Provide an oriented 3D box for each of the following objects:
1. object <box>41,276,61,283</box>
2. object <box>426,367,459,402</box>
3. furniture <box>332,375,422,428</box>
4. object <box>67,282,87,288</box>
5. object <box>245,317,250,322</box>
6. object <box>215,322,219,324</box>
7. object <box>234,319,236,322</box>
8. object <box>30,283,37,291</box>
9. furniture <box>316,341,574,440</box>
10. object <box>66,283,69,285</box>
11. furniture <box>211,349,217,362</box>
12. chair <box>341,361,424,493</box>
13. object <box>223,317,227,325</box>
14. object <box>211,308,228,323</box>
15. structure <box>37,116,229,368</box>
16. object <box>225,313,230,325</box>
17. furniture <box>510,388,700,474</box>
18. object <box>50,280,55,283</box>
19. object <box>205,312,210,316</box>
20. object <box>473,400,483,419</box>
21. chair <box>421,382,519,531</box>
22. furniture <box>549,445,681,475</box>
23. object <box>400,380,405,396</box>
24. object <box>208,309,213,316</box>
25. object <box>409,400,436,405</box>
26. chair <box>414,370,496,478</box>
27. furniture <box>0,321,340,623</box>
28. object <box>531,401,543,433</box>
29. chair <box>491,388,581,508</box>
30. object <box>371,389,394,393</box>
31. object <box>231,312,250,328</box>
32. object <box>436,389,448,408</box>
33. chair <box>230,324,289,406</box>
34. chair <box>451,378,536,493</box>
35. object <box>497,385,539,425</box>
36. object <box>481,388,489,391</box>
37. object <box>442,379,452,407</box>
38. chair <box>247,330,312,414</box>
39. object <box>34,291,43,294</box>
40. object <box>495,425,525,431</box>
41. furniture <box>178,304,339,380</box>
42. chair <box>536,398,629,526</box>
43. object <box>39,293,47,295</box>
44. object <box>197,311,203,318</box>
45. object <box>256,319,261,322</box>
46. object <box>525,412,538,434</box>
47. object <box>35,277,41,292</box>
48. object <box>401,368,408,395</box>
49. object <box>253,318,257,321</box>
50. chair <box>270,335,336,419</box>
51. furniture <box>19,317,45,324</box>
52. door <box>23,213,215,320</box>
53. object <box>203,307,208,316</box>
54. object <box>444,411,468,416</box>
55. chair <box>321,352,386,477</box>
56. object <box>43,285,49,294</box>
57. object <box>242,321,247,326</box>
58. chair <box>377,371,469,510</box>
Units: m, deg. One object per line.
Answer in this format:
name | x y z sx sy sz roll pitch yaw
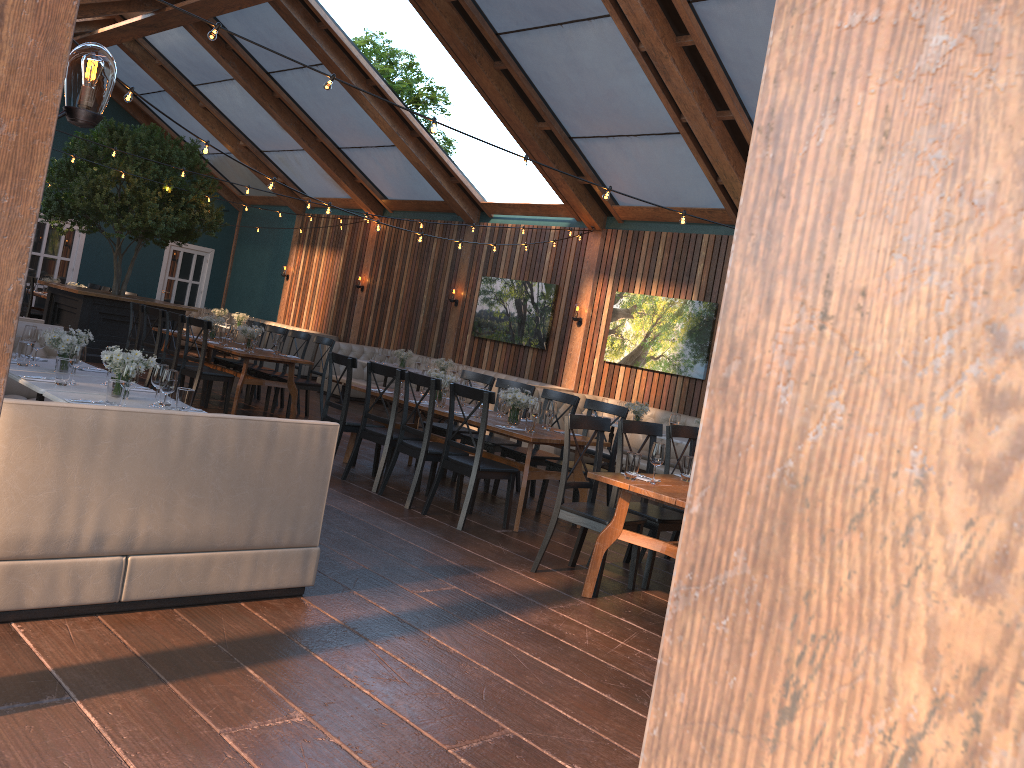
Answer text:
object | -8.150 -1.748 15.663 0.338 0.310 0.327 11 2 43
object | -0.657 0.012 8.136 0.328 0.310 0.337 10 1 -11
furniture | -1.910 0.241 12.732 0.311 0.399 2.343 10 2 -45
object | -7.384 -1.573 14.980 0.327 0.310 0.338 10 1 -30
object | -5.032 -1.145 16.806 0.092 0.245 0.092 10 0 3
object | -5.770 -1.193 17.335 0.253 0.019 0.158 7 4 -45
object | -5.504 -1.274 17.624 0.092 0.245 0.092 10 0 3
object | -8.438 -1.720 15.588 0.091 0.158 0.092 10 0 -19
furniture | -1.096 0.115 13.519 1.700 0.859 4.184 8 3 -45
object | -7.859 -1.660 15.626 0.092 0.245 0.092 10 0 -3
furniture | -6.141 -0.755 17.031 0.311 0.399 2.343 10 2 -45
chair | -1.015 0.359 7.515 0.480 1.021 0.536 10 0 42
object | -5.612 -1.231 17.259 0.092 0.158 0.091 10 0 31
object | -5.906 -1.392 17.855 0.329 0.310 0.335 11 1 10
structure | -5.886 -2.207 13.607 2.699 3.699 2.868 10 1 -37
object | -5.589 -1.276 17.367 0.092 0.245 0.092 10 0 3
furniture | 2.055 0.857 10.317 1.700 0.859 4.184 8 3 -45
object | -7.981 -1.667 15.326 0.092 0.245 0.092 10 0 -3
object | -6.146 -1.357 17.811 0.092 0.158 0.091 10 0 31
object | -0.271 0.204 7.269 0.091 0.158 0.092 10 0 -19
chair | -0.258 0.539 6.718 0.480 1.021 0.536 10 0 45
furniture | 1.239 0.983 9.532 0.311 0.399 2.343 10 2 -45
object | -1.028 0.024 8.075 0.092 0.158 0.092 10 0 1
object | -6.122 -1.402 17.920 0.092 0.245 0.092 10 0 -3
object | -0.768 0.161 7.744 0.253 0.019 0.158 7 4 -45
chair | -0.554 0.377 8.798 0.480 1.021 0.536 10 0 45
furniture | -2.941 0.206 5.228 1.700 0.859 4.184 8 3 -45
object | 0.188 0.259 6.994 0.092 0.245 0.092 10 0 -3
chair | 0.227 0.561 8.005 0.536 1.021 0.480 10 0 -40
object | -1.192 0.060 8.159 0.253 0.019 0.158 7 4 -45
object | -5.316 -1.254 17.277 0.336 0.310 0.329 10 1 -3
object | -0.610 0.123 7.667 0.091 0.158 0.092 10 0 -19
chair | -3.324 -0.275 11.613 0.480 1.021 0.536 10 0 40
chair | -0.163 0.469 8.401 0.480 1.021 0.536 10 0 40
object | 0.041 0.180 7.356 0.337 0.310 0.328 11 1 12
object | -0.248 0.159 7.378 0.092 0.245 0.092 10 0 -3
object | -0.587 0.078 7.776 0.092 0.245 0.092 10 0 -3
chair | -2.934 -0.183 11.216 0.480 1.021 0.536 10 0 45
object | -8.191 -1.587 15.262 0.253 0.019 0.158 7 4 -45
object | 0.003 0.341 6.951 0.253 0.019 0.158 7 4 -45
furniture | -5.304 -0.876 17.795 1.700 0.859 4.184 8 3 -45
chair | 0.617 0.653 7.608 0.480 1.021 0.536 10 0 45
object | -7.821 -1.500 14.878 0.253 0.019 0.158 7 4 -45
object | -6.396 -1.419 18.116 0.092 0.158 0.091 10 0 31
object | -4.856 -1.117 16.894 0.092 0.245 0.092 10 0 3
object | 0.147 0.301 6.872 0.091 0.158 0.092 10 0 -19
object | -8.415 -1.765 15.697 0.092 0.245 0.092 10 0 -3
object | -1.017 -0.024 8.196 0.092 0.245 0.092 10 0 3
object | -4.981 -1.151 17.092 0.092 0.245 0.092 10 0 3
chair | -2.544 -0.091 10.820 0.536 1.021 0.480 10 0 -40
furniture | -6.099 -0.537 8.437 1.700 0.859 4.184 8 3 -45
door | -9.940 -2.399 17.574 0.175 2.210 8.126 10 1 45
object | -6.282 -1.441 18.100 0.092 0.245 0.092 10 0 -3
object | -0.429 0.242 7.346 0.253 0.019 0.158 7 4 -45
chair | -1.431 0.263 7.897 0.536 1.021 0.480 10 0 -38
object | -8.016 -1.623 15.208 0.091 0.158 0.092 10 0 -19
object | -5.055 -1.100 16.697 0.092 0.158 0.091 10 0 31
chair | -0.653 0.446 7.110 0.536 1.021 0.480 10 0 -40
